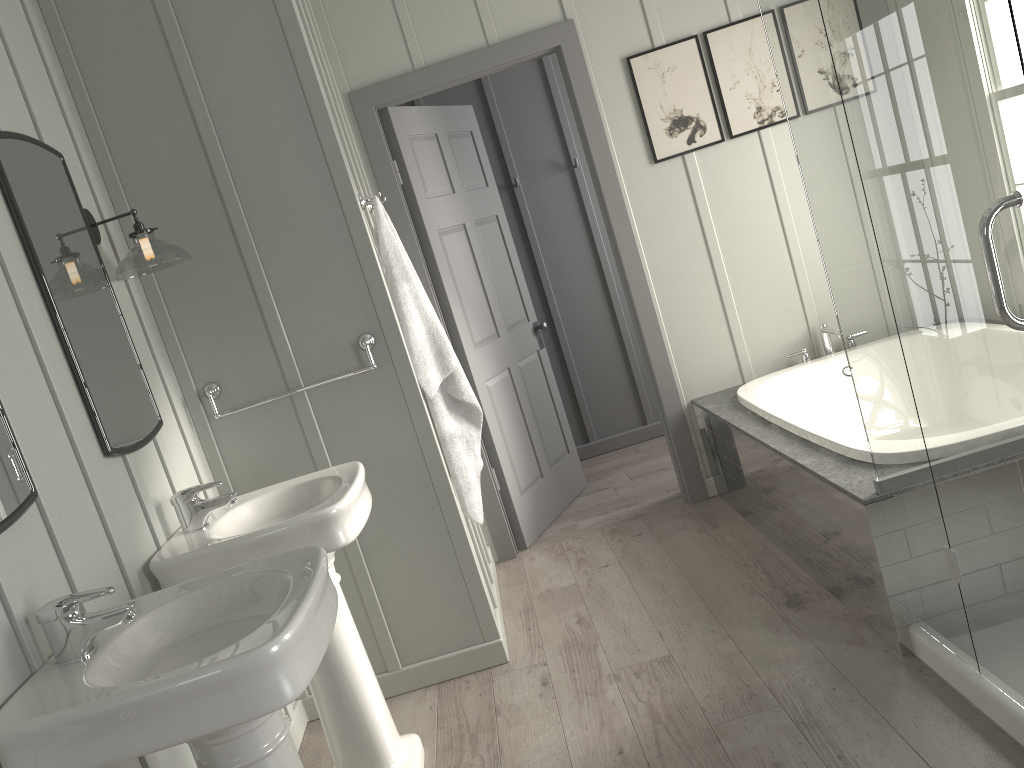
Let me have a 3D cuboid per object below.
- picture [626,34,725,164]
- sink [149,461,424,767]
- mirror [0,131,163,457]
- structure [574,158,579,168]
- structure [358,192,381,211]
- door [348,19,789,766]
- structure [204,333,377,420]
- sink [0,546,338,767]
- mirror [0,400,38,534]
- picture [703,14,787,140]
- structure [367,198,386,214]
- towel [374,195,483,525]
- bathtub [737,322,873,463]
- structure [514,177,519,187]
[{"bbox_3d":[0.703,-1.219,3.792,0.314,0.461,0.012,-17,8,3],"label":"picture"},{"bbox_3d":[-0.579,0.713,2.542,0.568,1.012,0.568,-17,9,1],"label":"sink"},{"bbox_3d":[-1.156,-0.239,2.385,0.015,0.883,0.424,-17,9,-1],"label":"mirror"},{"bbox_3d":[0.365,-1.275,5.114,0.019,0.051,0.135,-17,9,-1],"label":"structure"},{"bbox_3d":[-0.487,-0.633,3.034,0.080,0.056,0.056,-17,9,1],"label":"structure"},{"bbox_3d":[0.004,0.172,0.872,4.270,2.194,7.770,-18,9,0],"label":"door"},{"bbox_3d":[-0.732,-0.024,2.931,0.604,0.123,0.054,-17,9,3],"label":"structure"},{"bbox_3d":[-0.522,0.825,1.740,0.568,1.012,0.568,-17,9,1],"label":"sink"},{"bbox_3d":[-1.099,-0.126,1.579,0.015,0.883,0.424,-17,9,-1],"label":"mirror"},{"bbox_3d":[1.027,-1.320,3.776,0.314,0.461,0.012,-17,8,3],"label":"picture"},{"bbox_3d":[-0.504,-0.668,3.284,0.080,0.056,0.056,-17,9,1],"label":"structure"},{"bbox_3d":[-0.256,-0.088,3.127,0.163,1.203,0.317,-17,9,5],"label":"towel"},{"bbox_3d":[1.490,0.064,3.192,1.051,0.490,1.558,-18,9,0],"label":"bathtub"},{"bbox_3d":[0.024,-1.166,5.124,0.019,0.051,0.135,-17,9,-1],"label":"structure"}]
